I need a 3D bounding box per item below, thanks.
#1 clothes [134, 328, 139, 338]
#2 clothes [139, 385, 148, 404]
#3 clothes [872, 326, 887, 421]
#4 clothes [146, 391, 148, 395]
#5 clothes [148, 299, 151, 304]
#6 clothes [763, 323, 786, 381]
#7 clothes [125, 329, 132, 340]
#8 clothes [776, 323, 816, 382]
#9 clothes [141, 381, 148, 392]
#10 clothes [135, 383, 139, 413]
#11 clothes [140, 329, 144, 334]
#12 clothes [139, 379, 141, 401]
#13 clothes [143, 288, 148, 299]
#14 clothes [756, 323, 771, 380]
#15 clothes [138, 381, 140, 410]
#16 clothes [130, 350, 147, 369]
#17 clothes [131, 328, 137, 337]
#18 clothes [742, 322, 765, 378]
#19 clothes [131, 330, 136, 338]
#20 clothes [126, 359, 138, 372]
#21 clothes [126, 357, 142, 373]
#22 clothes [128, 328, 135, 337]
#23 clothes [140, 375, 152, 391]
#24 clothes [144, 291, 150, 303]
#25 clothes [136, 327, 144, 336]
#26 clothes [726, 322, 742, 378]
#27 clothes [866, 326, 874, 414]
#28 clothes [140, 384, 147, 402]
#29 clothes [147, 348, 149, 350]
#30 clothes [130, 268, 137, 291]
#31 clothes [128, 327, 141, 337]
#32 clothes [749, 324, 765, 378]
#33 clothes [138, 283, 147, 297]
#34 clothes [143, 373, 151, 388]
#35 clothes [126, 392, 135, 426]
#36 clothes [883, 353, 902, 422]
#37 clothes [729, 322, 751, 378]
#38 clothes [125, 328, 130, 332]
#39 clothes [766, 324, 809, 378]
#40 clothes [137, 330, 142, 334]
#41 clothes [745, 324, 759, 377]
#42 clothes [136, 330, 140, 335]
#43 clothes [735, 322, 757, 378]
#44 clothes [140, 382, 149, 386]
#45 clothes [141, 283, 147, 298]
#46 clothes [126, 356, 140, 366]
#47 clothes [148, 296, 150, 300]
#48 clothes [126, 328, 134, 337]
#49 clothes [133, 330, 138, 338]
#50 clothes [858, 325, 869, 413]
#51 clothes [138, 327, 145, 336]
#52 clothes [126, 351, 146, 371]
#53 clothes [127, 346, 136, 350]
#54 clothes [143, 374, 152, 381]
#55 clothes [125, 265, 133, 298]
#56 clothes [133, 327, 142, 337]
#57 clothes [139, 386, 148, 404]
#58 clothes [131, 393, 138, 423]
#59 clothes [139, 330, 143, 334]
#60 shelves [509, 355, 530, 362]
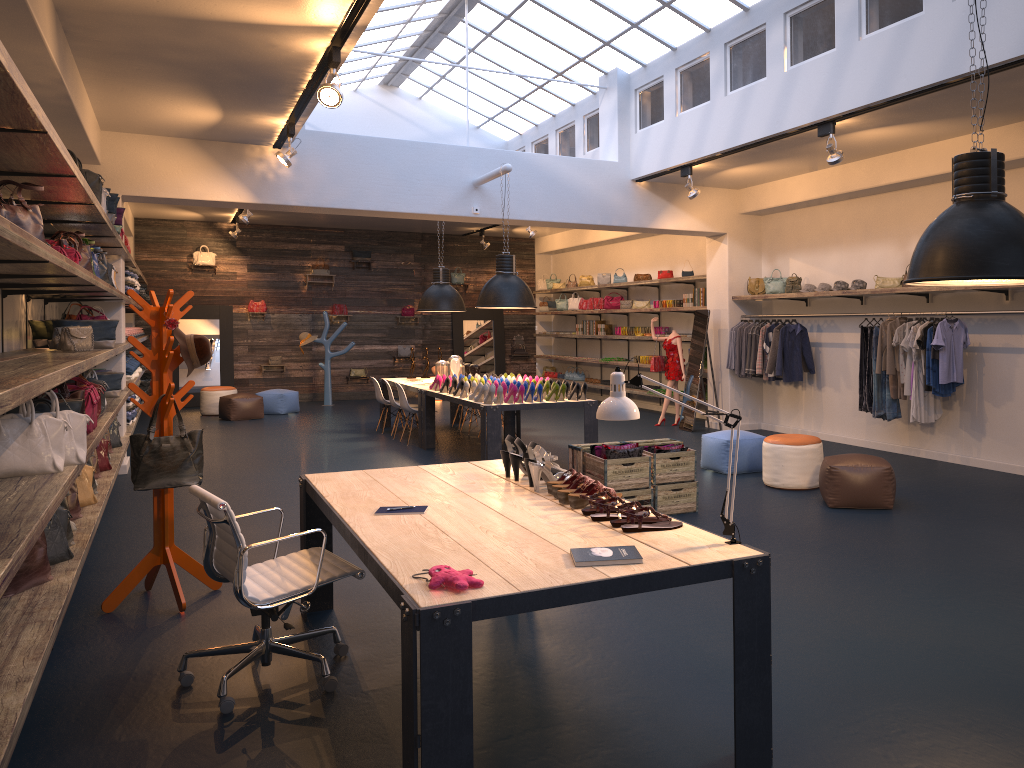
[{"bbox_3d":[-5.704,-0.757,12.833,0.343,0.154,0.327,-2,4,-29],"label":"clothes"},{"bbox_3d":[-5.406,0.162,12.358,0.394,0.299,0.296,-2,3,-35],"label":"clothes"},{"bbox_3d":[4.286,-0.138,10.108,0.250,1.136,0.143,0,0,-44],"label":"clothes"},{"bbox_3d":[-6.138,0.070,14.047,0.435,0.251,0.332,-1,3,-15],"label":"clothes"},{"bbox_3d":[-6.692,-1.501,15.617,0.371,0.299,0.290,-1,2,-18],"label":"clothes"},{"bbox_3d":[3.661,-0.436,11.876,0.603,0.794,0.115,-1,0,-26],"label":"clothes"},{"bbox_3d":[-4.868,-0.602,10.618,0.359,0.159,0.313,0,3,-3],"label":"clothes"},{"bbox_3d":[3.776,-0.425,11.592,0.722,0.796,0.163,-1,1,-27],"label":"clothes"},{"bbox_3d":[-6.271,0.047,14.394,0.445,0.251,0.323,-1,3,-27],"label":"clothes"},{"bbox_3d":[-4.864,0.189,10.933,0.280,0.455,0.321,0,1,-10],"label":"clothes"},{"bbox_3d":[-6.615,-0.904,15.104,0.359,0.159,0.313,0,3,-3],"label":"clothes"},{"bbox_3d":[-5.099,0.148,11.536,0.280,0.455,0.321,0,1,-10],"label":"clothes"},{"bbox_3d":[-5.646,-1.320,12.930,0.371,0.299,0.290,-1,2,-18],"label":"clothes"},{"bbox_3d":[3.626,-0.451,11.973,0.722,0.796,0.163,-1,1,-27],"label":"clothes"},{"bbox_3d":[-4.976,0.170,11.220,0.280,0.455,0.321,0,1,-10],"label":"clothes"},{"bbox_3d":[-5.699,-0.367,13.048,0.419,0.317,0.331,-2,3,-37],"label":"clothes"},{"bbox_3d":[-5.458,-0.715,12.202,0.343,0.154,0.327,-2,4,-29],"label":"clothes"},{"bbox_3d":[3.491,-0.486,12.307,0.568,0.801,0.175,-1,1,-31],"label":"clothes"},{"bbox_3d":[-5.366,-0.688,11.898,0.359,0.159,0.313,0,3,-3],"label":"clothes"},{"bbox_3d":[-5.220,-0.224,11.546,0.453,0.240,0.400,-1,3,-24],"label":"clothes"},{"bbox_3d":[-5.372,-0.250,11.934,0.437,0.240,0.416,0,3,-8],"label":"clothes"},{"bbox_3d":[-5.206,-0.671,11.553,0.343,0.154,0.327,-2,4,-29],"label":"clothes"},{"bbox_3d":[-6.331,0.000,14.764,0.393,0.299,0.307,-1,2,-22],"label":"clothes"},{"bbox_3d":[-6.347,-1.444,14.763,0.393,0.299,0.307,-1,2,-22],"label":"clothes"},{"bbox_3d":[-6.461,-0.889,14.777,0.343,0.154,0.327,-2,4,-29],"label":"clothes"},{"bbox_3d":[3.331,-0.498,12.612,0.580,0.815,0.114,-1,0,-27],"label":"clothes"},{"bbox_3d":[4.291,-0.166,10.245,0.245,1.047,0.138,0,0,-26],"label":"clothes"},{"bbox_3d":[-5.518,0.143,12.644,0.376,0.299,0.286,-1,2,-24],"label":"clothes"},{"bbox_3d":[-6.679,-0.549,15.483,0.355,0.342,0.372,-1,2,-17],"label":"clothes"},{"bbox_3d":[-4.622,-1.197,10.324,0.268,0.411,0.302,0,1,-17],"label":"clothes"},{"bbox_3d":[-5.956,-0.801,13.479,0.343,0.154,0.327,-2,4,-29],"label":"clothes"},{"bbox_3d":[3.566,-0.463,12.083,0.700,0.754,0.120,-1,0,-25],"label":"clothes"},{"bbox_3d":[-5.300,-1.263,12.076,0.393,0.299,0.307,-1,2,-22],"label":"clothes"},{"bbox_3d":[-6.625,-0.048,15.477,0.389,0.298,0.607,-1,3,-21],"label":"clothes"},{"bbox_3d":[-4.513,0.268,10.008,0.268,0.411,0.302,0,1,-17],"label":"clothes"},{"bbox_3d":[4.384,-0.136,10.086,0.217,1.136,0.222,0,0,-17],"label":"clothes"},{"bbox_3d":[3.354,-0.494,12.553,0.580,0.815,0.114,-1,0,-27],"label":"clothes"},{"bbox_3d":[-4.960,-0.629,10.922,0.343,0.154,0.327,-2,4,-29],"label":"clothes"},{"bbox_3d":[3.722,-0.444,11.732,0.753,0.735,0.161,-1,1,-28],"label":"clothes"},{"bbox_3d":[-6.110,-0.817,13.806,0.359,0.159,0.313,0,3,-3],"label":"clothes"},{"bbox_3d":[3.533,-0.469,12.168,0.700,0.754,0.120,-1,0,-25],"label":"clothes"},{"bbox_3d":[-5.864,-0.774,13.175,0.359,0.159,0.313,0,3,-3],"label":"clothes"},{"bbox_3d":[3.436,-0.495,12.448,0.568,0.801,0.175,-1,1,-31],"label":"clothes"},{"bbox_3d":[-5.630,0.124,12.931,0.371,0.299,0.290,-1,2,-18],"label":"clothes"},{"bbox_3d":[-5.422,-1.282,12.357,0.394,0.299,0.296,-2,3,-35],"label":"clothes"},{"bbox_3d":[-5.508,-0.274,12.285,0.453,0.240,0.400,-1,3,-24],"label":"clothes"},{"bbox_3d":[-6.469,-1.463,15.044,0.394,0.299,0.296,-2,3,-35],"label":"clothes"},{"bbox_3d":[-5.114,-0.644,11.249,0.359,0.159,0.313,0,3,-3],"label":"clothes"},{"bbox_3d":[-5.612,-0.731,12.529,0.359,0.159,0.313,0,3,-3],"label":"clothes"},{"bbox_3d":[4.224,-0.179,10.373,0.245,1.047,0.138,0,0,-26],"label":"clothes"},{"bbox_3d":[-6.707,-0.931,15.408,0.343,0.154,0.327,-2,4,-29],"label":"clothes"},{"bbox_3d":[-5.560,-0.337,12.721,0.402,0.302,0.325,-2,3,-36],"label":"clothes"},{"bbox_3d":[-6.227,-0.471,14.324,0.355,0.342,0.372,-1,2,-17],"label":"clothes"},{"bbox_3d":[-6.453,-0.019,15.045,0.394,0.299,0.296,-2,3,-35],"label":"clothes"},{"bbox_3d":[-4.528,-1.176,10.007,0.268,0.411,0.302,0,1,-17],"label":"clothes"},{"bbox_3d":[-6.202,-0.844,14.110,0.343,0.154,0.327,-2,4,-29],"label":"clothes"},{"bbox_3d":[-5.285,0.181,12.077,0.393,0.299,0.307,-1,2,-22],"label":"clothes"},{"bbox_3d":[-4.606,0.247,10.326,0.268,0.411,0.302,0,1,-17],"label":"clothes"},{"bbox_3d":[-6.369,-0.862,14.473,0.359,0.159,0.313,0,3,-3],"label":"clothes"},{"bbox_3d":[0.177,-0.581,19.527,0.483,0.157,0.229,-2,3,-26],"label":"shelves"}]
